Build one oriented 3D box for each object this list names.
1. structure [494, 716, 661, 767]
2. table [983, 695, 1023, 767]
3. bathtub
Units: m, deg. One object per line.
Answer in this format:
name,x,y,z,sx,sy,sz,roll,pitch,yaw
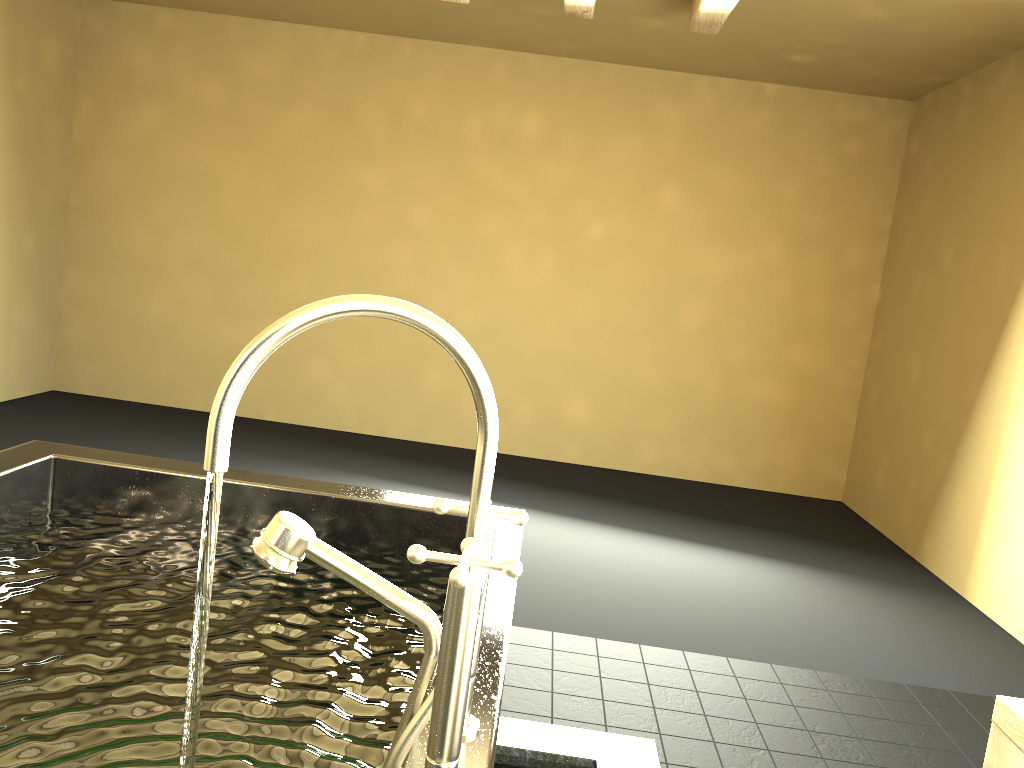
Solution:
structure,-0.717,1.224,0.498,1.972,0.635,3.806,8,7,2
table,1.359,1.042,1.575,0.513,0.399,1.126,8,7,2
bathtub,-0.566,0.443,0.849,1.068,1.160,2.135,8,7,2
